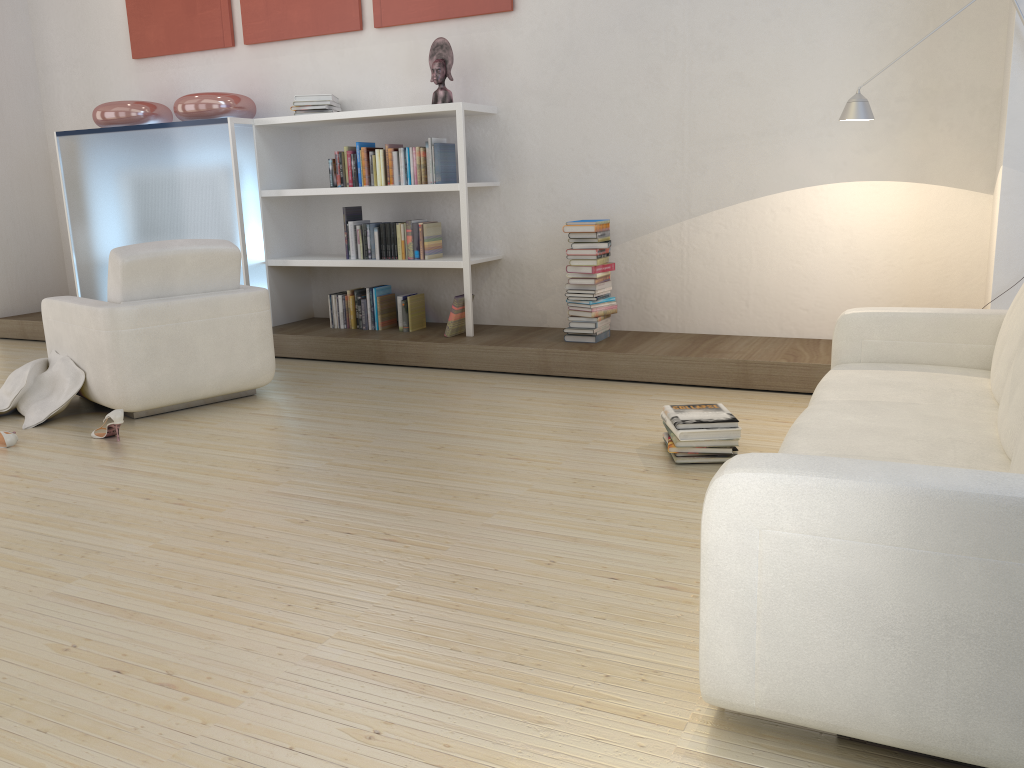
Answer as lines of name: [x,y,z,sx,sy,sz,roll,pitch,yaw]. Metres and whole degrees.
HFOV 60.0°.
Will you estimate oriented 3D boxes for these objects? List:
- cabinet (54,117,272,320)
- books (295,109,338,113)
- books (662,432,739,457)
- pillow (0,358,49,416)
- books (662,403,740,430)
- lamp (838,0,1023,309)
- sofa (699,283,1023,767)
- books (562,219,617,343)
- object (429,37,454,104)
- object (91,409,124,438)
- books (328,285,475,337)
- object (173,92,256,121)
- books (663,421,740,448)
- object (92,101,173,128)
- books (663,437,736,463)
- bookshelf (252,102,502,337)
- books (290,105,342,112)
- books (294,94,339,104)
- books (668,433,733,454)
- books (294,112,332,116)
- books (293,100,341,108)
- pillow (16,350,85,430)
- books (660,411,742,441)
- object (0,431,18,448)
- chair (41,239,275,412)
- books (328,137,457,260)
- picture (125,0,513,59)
cabinet: [-2.389,-1.161,6.503,1.670,1.396,0.689,4,14,26]
books: [-1.295,-1.814,5.933,0.247,0.018,0.287,-2,13,0]
books: [0.755,0.239,3.578,0.247,0.018,0.287,-2,13,0]
pillow: [-2.645,0.002,4.781,0.299,0.287,0.712,-4,13,-11]
books: [0.751,0.129,3.553,0.247,0.025,0.287,-2,13,0]
lamp: [1.926,-0.845,3.988,0.891,1.841,0.204,3,14,21]
sofa: [1.230,0.083,2.403,0.941,0.862,2.166,4,14,26]
books: [0.459,-0.607,5.213,0.270,0.694,0.329,4,14,26]
object: [-0.435,-1.917,5.453,0.138,0.409,0.133,-6,13,-17]
object: [-1.856,0.176,4.067,0.265,0.149,0.089,8,16,38]
books: [-0.725,-0.494,5.839,1.125,0.281,0.274,6,15,32]
object: [-2.059,-1.914,6.156,0.546,0.206,0.534,-8,14,-26]
books: [0.753,0.193,3.562,0.247,0.027,0.328,-2,13,2]
object: [-2.780,-1.968,6.507,0.546,0.206,0.534,1,13,13]
books: [0.755,0.258,3.576,0.247,0.018,0.328,-2,13,2]
bookshelf: [-0.887,-1.076,5.900,1.599,1.396,0.465,4,14,26]
books: [-1.300,-1.829,5.904,0.247,0.025,0.287,0,13,11]
books: [-1.298,-1.892,5.909,0.247,0.038,0.319,-3,13,-3]
books: [0.750,0.224,3.549,0.247,0.025,0.287,0,13,11]
books: [-1.295,-1.795,5.931,0.247,0.018,0.328,-2,13,2]
books: [-1.297,-1.860,5.916,0.247,0.027,0.328,-2,13,2]
pillow: [-2.429,0.005,4.583,0.312,0.315,0.615,-11,16,-36]
books: [0.752,0.161,3.555,0.247,0.038,0.319,-3,13,-3]
object: [-2.364,0.231,4.067,0.287,0.091,0.121,4,14,24]
chair: [-1.901,-0.367,4.789,0.919,0.828,0.941,-14,17,-42]
books: [-0.767,-1.182,5.713,0.831,0.743,0.215,4,14,26]
picture: [-1.461,-2.768,6.009,3.227,0.794,0.030,4,14,26]
